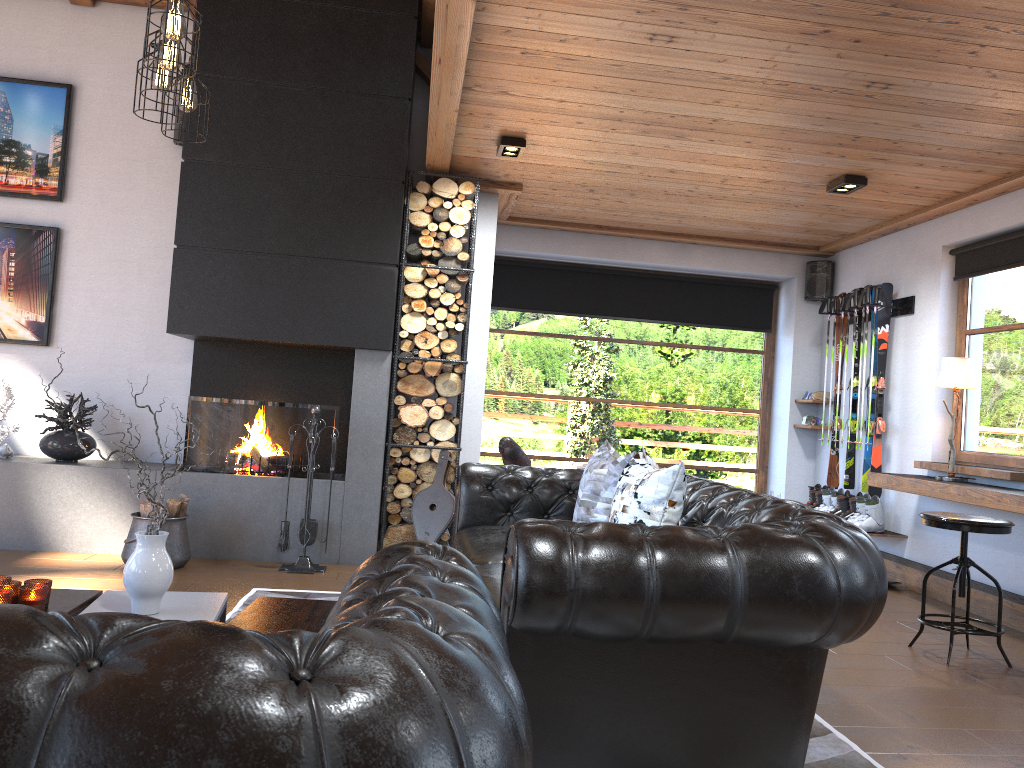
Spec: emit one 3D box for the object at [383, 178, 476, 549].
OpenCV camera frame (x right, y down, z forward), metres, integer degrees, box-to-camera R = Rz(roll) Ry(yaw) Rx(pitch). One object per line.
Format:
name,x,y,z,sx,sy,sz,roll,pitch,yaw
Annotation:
object,-0.579,-0.092,6.129,0.495,2.613,0.465,4,-2,-7

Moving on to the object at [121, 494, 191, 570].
object,-2.104,0.875,5.280,0.381,0.431,0.386,3,-2,19

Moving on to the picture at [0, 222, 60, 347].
picture,-3.560,-0.694,5.988,0.882,0.816,0.036,4,-2,-8

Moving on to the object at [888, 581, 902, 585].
object,2.548,1.424,6.975,0.308,0.065,1.618,4,-2,-6

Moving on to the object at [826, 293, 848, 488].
object,2.701,0.050,7.295,0.115,1.607,0.095,4,-2,-7

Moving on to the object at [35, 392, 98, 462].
object,-2.882,0.276,5.774,0.339,0.455,0.336,3,-2,18

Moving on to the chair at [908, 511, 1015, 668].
chair,2.260,1.022,4.451,0.442,0.717,0.440,4,-2,-3

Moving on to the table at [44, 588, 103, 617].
table,-1.585,0.865,2.701,0.401,0.350,0.648,4,-2,-7

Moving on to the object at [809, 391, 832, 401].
object,2.685,0.104,7.690,0.190,0.084,0.159,4,-2,-8

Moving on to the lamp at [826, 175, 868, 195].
lamp,2.145,-1.283,5.680,0.156,0.068,0.260,4,-2,-7

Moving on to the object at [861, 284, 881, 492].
object,2.806,0.030,6.869,0.112,1.623,0.072,4,-2,-8

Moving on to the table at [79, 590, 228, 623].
table,-1.153,0.898,2.785,0.402,0.350,0.647,4,-2,-12

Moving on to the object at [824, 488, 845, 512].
object,2.559,0.957,7.028,0.252,0.271,0.116,4,-2,-2

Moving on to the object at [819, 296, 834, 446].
object,2.570,-0.114,7.320,0.122,1.250,0.058,5,-3,-25

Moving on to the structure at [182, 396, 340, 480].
structure,-1.658,0.369,5.825,0.985,0.515,0.183,4,-2,-8

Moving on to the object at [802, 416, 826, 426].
object,2.657,0.324,7.777,0.186,0.084,0.355,3,-2,29

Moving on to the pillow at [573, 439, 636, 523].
pillow,0.430,0.495,4.084,0.284,0.469,0.527,4,-2,-4

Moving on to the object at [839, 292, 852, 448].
object,2.665,-0.112,7.134,0.059,1.250,0.120,5,-3,-25

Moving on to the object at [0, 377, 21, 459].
object,-3.304,0.216,5.652,0.262,0.532,0.422,6,-3,-38

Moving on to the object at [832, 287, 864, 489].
object,2.679,0.027,7.086,0.255,1.623,0.103,5,-2,-11

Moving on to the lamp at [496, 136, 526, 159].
lamp,-0.005,-1.442,5.386,0.156,0.068,0.260,4,-2,-7

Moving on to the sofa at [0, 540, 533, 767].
sofa,-1.259,0.611,1.213,2.574,0.839,1.235,4,-2,-8

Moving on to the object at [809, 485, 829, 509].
object,2.517,0.961,7.268,0.252,0.271,0.116,4,-2,-2

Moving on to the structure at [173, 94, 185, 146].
structure,-2.229,-1.829,6.129,0.214,0.349,0.213,4,-2,-7

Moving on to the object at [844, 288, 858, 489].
object,2.753,0.034,7.161,0.112,1.623,0.072,4,-2,-8

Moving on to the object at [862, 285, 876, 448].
object,2.809,0.032,6.945,0.112,1.623,0.072,4,-2,-8

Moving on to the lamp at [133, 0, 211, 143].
lamp,-1.255,-2.141,3.462,0.263,2.203,0.797,5,-2,-16

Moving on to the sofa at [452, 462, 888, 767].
sofa,0.413,0.792,3.586,1.243,0.839,2.556,4,-2,-7

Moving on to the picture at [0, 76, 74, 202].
picture,-3.490,-1.686,6.031,0.882,0.816,0.036,4,-2,-8

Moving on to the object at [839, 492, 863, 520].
object,2.602,0.953,6.769,0.251,0.271,0.117,4,-2,8

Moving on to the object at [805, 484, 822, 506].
object,2.506,0.963,7.385,0.253,0.271,0.116,5,-2,-17

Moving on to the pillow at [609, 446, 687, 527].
pillow,0.506,0.482,3.411,0.284,0.469,0.527,4,-2,-4

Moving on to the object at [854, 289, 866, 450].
object,2.691,-0.117,6.902,0.059,1.250,0.120,5,-3,-25

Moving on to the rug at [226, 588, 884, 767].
rug,-0.018,1.139,2.978,2.438,0.053,4.031,4,-2,-6

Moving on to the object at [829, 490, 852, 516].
object,2.555,0.954,6.899,0.250,0.271,0.117,4,-2,13

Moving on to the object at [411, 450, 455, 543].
object,-0.509,0.819,5.787,0.270,0.795,0.261,5,-3,-24

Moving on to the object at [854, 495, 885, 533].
object,2.607,0.946,6.473,0.253,0.271,0.116,4,-2,-12

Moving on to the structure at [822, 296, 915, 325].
structure,2.774,-0.584,7.037,0.320,0.135,1.047,4,-2,-6

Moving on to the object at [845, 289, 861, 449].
object,2.626,-0.121,6.908,0.119,1.250,0.059,2,-3,40

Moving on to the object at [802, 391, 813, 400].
object,2.664,0.108,7.867,0.160,0.084,0.189,4,-2,-8

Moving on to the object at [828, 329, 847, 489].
object,2.700,0.067,7.392,0.115,1.607,0.095,4,-2,-7

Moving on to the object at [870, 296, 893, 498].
object,2.775,0.055,6.729,0.115,1.607,0.095,4,-2,-7

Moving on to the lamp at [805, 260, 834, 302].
lamp,2.737,-0.914,7.888,0.214,0.349,0.213,4,-2,-7

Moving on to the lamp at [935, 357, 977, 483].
lamp,3.013,0.586,5.704,0.633,1.482,0.245,4,-2,-4

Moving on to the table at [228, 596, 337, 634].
table,-0.698,0.931,2.810,0.400,0.350,0.649,4,-2,-2

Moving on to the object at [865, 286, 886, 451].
object,2.732,-0.120,6.653,0.119,1.250,0.059,2,-3,45

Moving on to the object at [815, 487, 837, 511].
object,2.530,0.959,7.146,0.252,0.271,0.116,4,-2,-2

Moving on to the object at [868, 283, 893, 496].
object,2.776,0.038,6.632,0.115,1.607,0.095,4,-2,-7

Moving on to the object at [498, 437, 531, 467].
object,0.021,0.464,5.092,0.148,0.319,0.250,3,-3,34

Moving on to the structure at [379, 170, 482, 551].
structure,-0.571,-0.098,6.121,0.503,2.618,0.510,4,-2,-7

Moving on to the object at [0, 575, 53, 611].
object,-1.571,0.651,2.729,0.299,0.081,0.249,3,-2,31

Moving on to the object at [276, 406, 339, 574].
object,-1.255,0.642,5.495,0.304,1.018,0.311,2,-3,38

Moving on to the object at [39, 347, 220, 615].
object,-1.149,0.317,2.779,0.406,0.808,0.620,4,-2,4

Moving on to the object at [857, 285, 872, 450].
object,2.636,-0.126,6.696,0.059,1.250,0.119,6,-3,-40

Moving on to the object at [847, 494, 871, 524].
object,2.593,0.948,6.598,0.253,0.271,0.116,4,-2,-12

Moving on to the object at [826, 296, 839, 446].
object,2.639,-0.108,7.366,0.059,1.250,0.120,5,-3,-25

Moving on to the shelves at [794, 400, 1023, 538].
shelves,2.968,0.576,4.637,0.614,0.989,6.621,4,-2,-6
